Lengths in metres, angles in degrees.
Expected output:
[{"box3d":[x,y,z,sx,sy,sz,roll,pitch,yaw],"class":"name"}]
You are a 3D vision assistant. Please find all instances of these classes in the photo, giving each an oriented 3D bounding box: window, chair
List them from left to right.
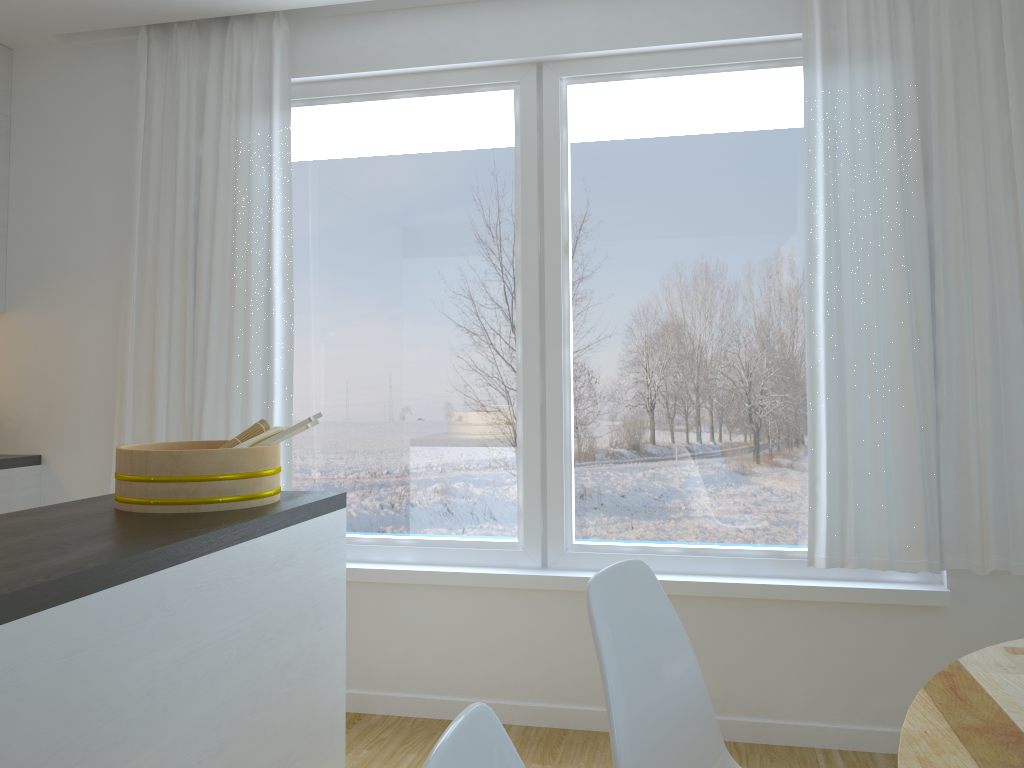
[{"box3d":[0.122,-0.276,3.383,2.726,1.925,0.088,-1,-4,12],"class":"window"},{"box3d":[0.408,0.775,1.445,0.522,0.905,0.429,-2,-4,32],"class":"chair"}]

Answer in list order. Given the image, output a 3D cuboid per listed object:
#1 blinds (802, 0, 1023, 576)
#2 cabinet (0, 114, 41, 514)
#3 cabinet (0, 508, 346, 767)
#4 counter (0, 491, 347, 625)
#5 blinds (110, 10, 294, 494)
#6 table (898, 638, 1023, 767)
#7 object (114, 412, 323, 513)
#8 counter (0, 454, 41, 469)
[{"box3d":[1.363,-0.469,2.922,0.794,2.168,0.149,-1,-4,13],"class":"blinds"},{"box3d":[-2.549,-0.002,2.213,0.481,2.308,3.194,-1,-1,13],"class":"cabinet"},{"box3d":[-0.981,0.780,1.178,0.600,0.912,2.395,-1,-1,13],"class":"cabinet"},{"box3d":[-0.985,0.305,1.208,0.600,0.040,2.395,0,0,13],"class":"counter"},{"box3d":[-1.239,-0.448,3.495,0.794,2.168,0.149,-1,-4,12],"class":"blinds"},{"box3d":[0.978,0.856,0.659,1.193,0.727,2.185,-1,0,11],"class":"table"},{"box3d":[-0.737,0.179,2.160,0.378,0.215,0.429,-1,-1,41],"class":"object"},{"box3d":[-2.477,0.319,2.790,0.600,0.040,1.996,0,0,13],"class":"counter"}]
